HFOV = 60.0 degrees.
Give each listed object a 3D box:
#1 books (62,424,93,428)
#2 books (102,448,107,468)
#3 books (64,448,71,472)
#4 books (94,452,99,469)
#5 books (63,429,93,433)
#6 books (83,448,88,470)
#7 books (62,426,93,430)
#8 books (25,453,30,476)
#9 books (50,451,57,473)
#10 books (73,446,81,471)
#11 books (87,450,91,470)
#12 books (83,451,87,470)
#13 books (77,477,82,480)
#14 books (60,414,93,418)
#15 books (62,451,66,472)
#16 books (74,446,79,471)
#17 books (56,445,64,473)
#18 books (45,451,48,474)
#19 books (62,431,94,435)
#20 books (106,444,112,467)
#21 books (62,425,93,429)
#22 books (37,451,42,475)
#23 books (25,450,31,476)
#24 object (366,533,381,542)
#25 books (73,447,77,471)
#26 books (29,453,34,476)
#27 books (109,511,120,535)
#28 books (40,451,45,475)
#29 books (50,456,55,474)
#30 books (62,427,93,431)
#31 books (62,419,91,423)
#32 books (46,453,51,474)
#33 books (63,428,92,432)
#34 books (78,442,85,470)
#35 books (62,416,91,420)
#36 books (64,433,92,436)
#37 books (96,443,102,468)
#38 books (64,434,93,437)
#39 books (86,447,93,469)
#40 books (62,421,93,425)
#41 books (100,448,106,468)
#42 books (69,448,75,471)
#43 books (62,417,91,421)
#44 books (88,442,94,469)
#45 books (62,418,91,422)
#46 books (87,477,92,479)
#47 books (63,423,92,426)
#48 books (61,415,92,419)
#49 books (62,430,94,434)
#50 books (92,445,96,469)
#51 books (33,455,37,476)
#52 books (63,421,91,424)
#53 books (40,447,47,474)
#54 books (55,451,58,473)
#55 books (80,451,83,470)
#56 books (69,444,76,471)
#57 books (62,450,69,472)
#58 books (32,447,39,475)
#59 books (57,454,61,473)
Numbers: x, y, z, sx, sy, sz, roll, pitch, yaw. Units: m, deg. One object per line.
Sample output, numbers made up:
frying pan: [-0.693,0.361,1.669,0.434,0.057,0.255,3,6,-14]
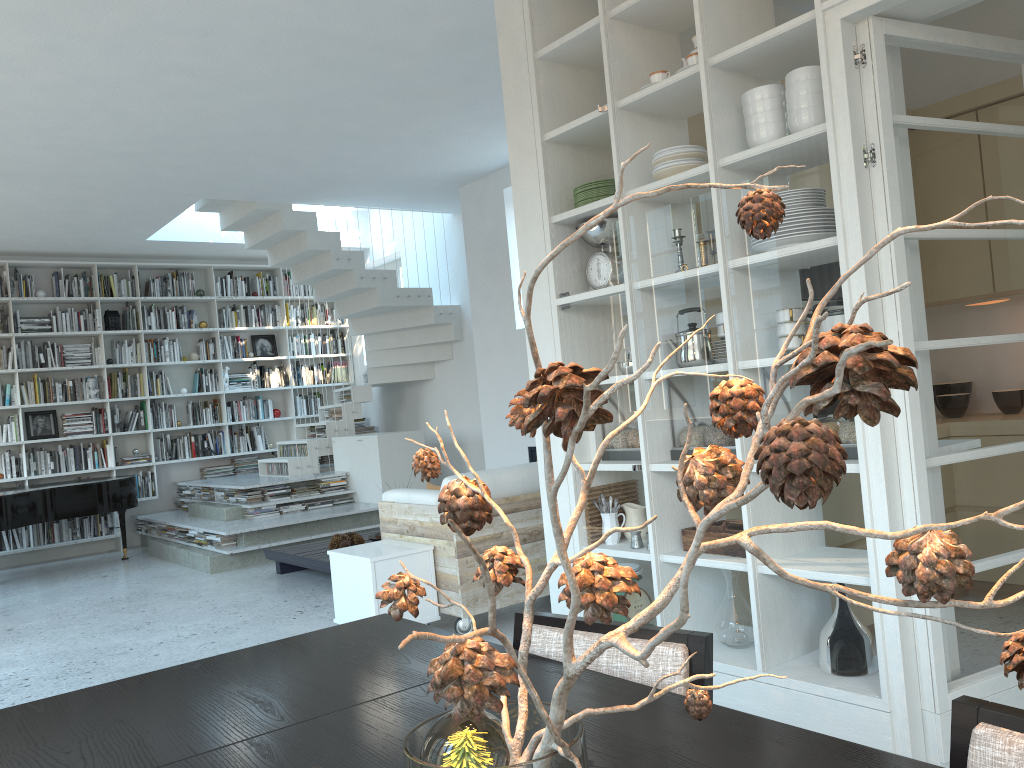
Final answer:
books: [-4.667,0.448,9.520,0.285,0.012,0.159,-5,-1,-32]
books: [-4.439,0.802,9.654,0.011,0.216,0.166,-5,-1,-37]
books: [-4.740,0.808,9.463,0.025,0.254,0.136,-5,-1,-37]
books: [-4.512,0.825,9.594,0.023,0.183,0.169,-5,-1,-37]
books: [-4.662,0.507,9.520,0.285,0.012,0.159,-5,-1,-32]
books: [-4.599,0.806,9.552,0.014,0.235,0.154,-5,-1,-37]
books: [-4.671,0.472,9.528,0.285,0.012,0.159,-5,-1,-36]
books: [-5.050,0.838,9.213,0.029,0.244,0.154,-5,-1,-37]
books: [-4.837,0.823,9.354,0.029,0.238,0.166,-5,-1,-37]
books: [-4.655,0.795,9.494,0.028,0.264,0.161,-5,-1,-37]
books: [-4.575,0.819,9.553,0.023,0.204,0.167,-5,-1,-37]
books: [-4.606,0.820,9.531,0.024,0.207,0.183,-5,-1,-37]
books: [-4.588,1.144,9.442,0.013,0.303,0.181,-5,-1,-37]
books: [-4.678,0.339,9.521,0.285,0.012,0.159,-4,-1,-42]
books: [-4.777,0.828,9.424,0.025,0.220,0.140,-5,-1,-37]
books: [-4.674,0.799,9.488,0.010,0.261,0.181,-5,-1,-37]
books: [-4.796,0.793,9.401,0.026,0.291,0.152,-5,-1,-37]
books: [-4.910,0.826,9.323,0.021,0.244,0.141,-5,-1,-37]
books: [-4.660,0.531,9.520,0.285,0.012,0.159,-4,-1,-42]
books: [-4.411,0.785,9.669,0.033,0.246,0.176,-5,-1,-37]
books: [-4.670,0.460,9.526,0.285,0.012,0.159,-5,-1,-35]
books: [-4.962,0.829,9.287,0.024,0.247,0.132,-5,-1,-37]
books: [-5.031,0.820,9.220,0.011,0.275,0.146,-5,-1,-37]
object: [-0.949,1.217,7.077,0.429,0.038,0.429,-5,-1,3]
books: [-4.688,0.805,9.490,0.011,0.251,0.158,-5,-1,-37]
books: [-5.008,0.839,9.223,0.027,0.234,0.167,-5,-1,-37]
books: [-4.315,1.490,9.622,0.038,0.269,0.277,-5,-1,-37]
books: [-4.931,0.827,9.289,0.027,0.245,0.179,-5,-1,-37]
books: [-4.853,0.852,9.331,0.029,0.184,0.174,-5,-1,-37]
books: [-4.671,0.484,9.530,0.285,0.012,0.159,-5,-1,-37]
books: [-4.675,0.400,9.524,0.254,0.012,0.161,-4,-1,-40]
books: [-4.878,0.837,9.319,0.023,0.217,0.174,-5,-1,-37]
books: [-4.663,0.495,9.520,0.254,0.012,0.161,-4,-1,-42]
books: [-4.626,0.777,9.523,0.012,0.296,0.178,-5,-1,-37]
books: [-4.677,0.363,9.523,0.254,0.012,0.161,-4,-1,-41]
books: [-4.663,0.543,9.525,0.254,0.012,0.161,-5,-1,-35]
books: [-4.496,0.779,9.625,0.026,0.272,0.175,-5,-1,-37]
books: [-4.659,0.555,9.522,0.254,0.012,0.161,-4,-1,-41]
books: [-4.558,0.803,9.567,0.023,0.234,0.175,-5,-1,-37]
books: [-4.669,0.424,9.521,0.285,0.012,0.159,-5,-1,-32]
books: [-4.459,0.806,9.637,0.042,0.212,0.169,-5,-1,-37]
books: [-4.703,0.809,9.457,0.026,0.245,0.191,-5,-1,-37]
books: [-4.677,0.376,9.525,0.254,0.012,0.161,-4,-1,-40]
books: [-4.553,0.773,9.588,0.014,0.294,0.137,-5,-1,-37]
books: [-4.675,0.388,9.523,0.254,0.012,0.161,-4,-1,-41]
books: [-4.517,1.143,9.502,0.015,0.293,0.169,-5,-1,-37]
books: [-4.669,0.436,9.521,0.254,0.012,0.161,-4,-1,-42]
books: [-4.681,0.352,9.527,0.285,0.012,0.159,-5,-1,-35]
books: [-4.667,0.520,9.527,0.285,0.012,0.159,-5,-1,-38]
books: [-4.545,0.791,9.603,0.014,0.256,0.145,-5,-1,-37]
books: [-4.993,0.851,9.248,0.024,0.208,0.170,-5,-1,-37]
books: [-4.673,0.412,9.525,0.254,0.012,0.161,-5,-1,-34]
books: [-4.915,0.807,9.298,0.013,0.282,0.166,-5,-1,-37]
books: [-4.826,0.827,9.375,0.013,0.230,0.139,-5,-1,-37]
books: [-4.641,0.826,9.520,0.021,0.203,0.128,-5,-1,-37]
books: [-4.704,0.789,9.488,0.014,0.286,0.134,-5,-1,-37]
books: [-4.752,0.817,9.434,0.031,0.237,0.159,-5,-1,-37]
books: [-4.987,0.810,9.277,0.027,0.290,0.140,-5,-1,-37]
books: [-4.803,0.841,9.376,0.023,0.196,0.165,-5,-1,-37]
